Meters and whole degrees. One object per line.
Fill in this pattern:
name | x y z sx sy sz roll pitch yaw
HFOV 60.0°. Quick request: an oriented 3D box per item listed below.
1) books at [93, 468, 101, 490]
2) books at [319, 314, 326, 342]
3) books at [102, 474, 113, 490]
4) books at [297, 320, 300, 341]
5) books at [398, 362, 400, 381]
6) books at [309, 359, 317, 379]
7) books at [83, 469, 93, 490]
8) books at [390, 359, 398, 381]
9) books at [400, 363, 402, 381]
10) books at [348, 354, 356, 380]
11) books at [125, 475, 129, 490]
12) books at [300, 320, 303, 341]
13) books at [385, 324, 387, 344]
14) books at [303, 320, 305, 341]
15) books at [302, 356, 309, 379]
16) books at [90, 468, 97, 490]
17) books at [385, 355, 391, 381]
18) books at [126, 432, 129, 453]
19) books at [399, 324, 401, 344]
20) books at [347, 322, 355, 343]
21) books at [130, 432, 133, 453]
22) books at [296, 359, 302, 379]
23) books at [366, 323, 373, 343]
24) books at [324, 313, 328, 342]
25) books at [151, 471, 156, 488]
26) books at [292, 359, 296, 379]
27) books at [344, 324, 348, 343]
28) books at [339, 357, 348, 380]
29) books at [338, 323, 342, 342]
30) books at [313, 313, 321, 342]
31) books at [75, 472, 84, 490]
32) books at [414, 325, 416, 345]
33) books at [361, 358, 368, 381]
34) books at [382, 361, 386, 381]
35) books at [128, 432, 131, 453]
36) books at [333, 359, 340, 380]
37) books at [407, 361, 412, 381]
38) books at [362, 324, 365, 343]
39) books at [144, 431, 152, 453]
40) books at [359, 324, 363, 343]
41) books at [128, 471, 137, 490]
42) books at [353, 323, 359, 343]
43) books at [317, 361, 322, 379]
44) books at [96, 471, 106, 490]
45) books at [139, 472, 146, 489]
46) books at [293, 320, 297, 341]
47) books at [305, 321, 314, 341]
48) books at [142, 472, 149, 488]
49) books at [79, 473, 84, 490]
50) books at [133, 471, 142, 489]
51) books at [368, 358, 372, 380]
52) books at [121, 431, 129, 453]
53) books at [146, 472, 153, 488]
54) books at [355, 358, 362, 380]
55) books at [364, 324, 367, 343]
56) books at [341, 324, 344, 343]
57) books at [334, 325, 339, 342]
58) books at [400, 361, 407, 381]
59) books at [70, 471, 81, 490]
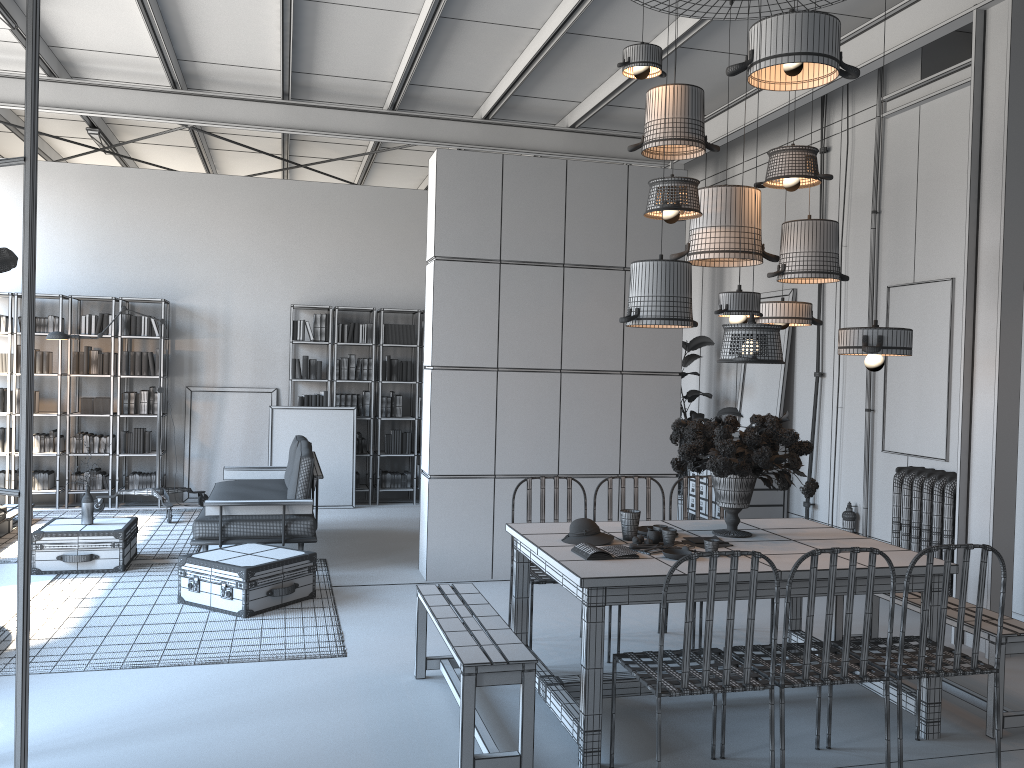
books | -4.546 1.040 9.715 0.033 0.223 0.275 1 1 -14
books | -2.181 -0.646 10.192 0.056 0.315 0.317 1 1 -14
books | -4.438 1.075 9.730 0.069 0.157 0.241 1 1 -13
books | -2.417 -0.606 10.043 0.032 0.231 0.179 1 1 -14
books | -1.341 -0.140 10.464 0.022 0.227 0.165 1 1 -14
books | -2.295 -0.165 10.210 0.083 0.242 0.178 1 1 -14
books | -4.622 1.044 9.701 0.061 0.207 0.283 1 1 -14
books | -1.400 -0.162 10.473 0.091 0.266 0.195 1 1 -14
books | -1.319 -0.140 10.470 0.022 0.227 0.165 1 1 -14
books | -1.863 -0.194 10.294 0.071 0.303 0.222 1 1 -14
books | -4.211 1.079 9.738 0.033 0.158 0.241 1 1 -14
books | -2.387 -0.605 10.051 0.032 0.231 0.179 1 1 -14
books | -1.472 -0.580 10.304 0.016 0.240 0.182 1 1 -14
books | -2.361 -0.607 10.058 0.022 0.236 0.186 1 1 -14
books | -2.370 -0.185 10.171 0.065 0.278 0.204 1 1 -14
books | -4.579 1.039 9.717 0.030 0.217 0.295 1 1 -14
books | -1.458 -0.184 10.422 0.038 0.304 0.224 1 1 -14
books | -4.188 0.645 9.677 0.022 0.227 0.165 1 1 -14
books | -1.320 -0.577 10.343 0.016 0.240 0.182 1 1 -14
books | -1.870 -0.589 10.266 0.077 0.244 0.178 1 1 -16
books | -4.145 0.646 9.689 0.022 0.227 0.165 1 1 -14
books | -2.436 -0.166 10.154 0.077 0.244 0.178 1 1 -13
books | -1.659 -0.585 10.340 0.083 0.242 0.178 1 1 -14
books | -2.135 -0.646 10.187 0.027 0.326 0.272 1 1 -14
books | -3.955 1.071 9.817 0.047 0.184 0.271 1 1 -14
books | -2.504 -0.169 10.156 0.057 0.242 0.178 1 1 -14
books | -1.931 -0.579 10.269 0.039 0.222 0.161 1 1 -14
books | -1.946 -0.174 10.252 0.091 0.265 0.193 1 1 -14
books | -1.993 -0.587 10.264 0.029 0.231 0.173 1 1 -14
books | -2.241 -0.646 10.177 0.068 0.318 0.319 1 1 -14
books | -4.707 1.060 9.660 0.040 0.176 0.242 1 1 -14
books | -1.152 -0.573 10.386 0.016 0.240 0.182 1 1 -14
books | -1.717 -0.169 10.311 0.062 0.265 0.193 1 1 -14
books | -1.524 -0.154 10.450 0.057 0.244 0.180 1 1 -14
books | -4.167 0.645 9.683 0.022 0.227 0.165 1 1 -14
books | -2.027 -0.165 10.235 0.057 0.244 0.178 1 1 -14
books | -1.228 -0.147 10.526 0.057 0.244 0.180 1 1 -14
books | -1.737 -0.579 10.319 0.023 0.232 0.187 1 1 -14
books | -4.002 0.639 9.747 0.057 0.244 0.180 1 1 -14
books | -1.765 -0.578 10.312 0.035 0.229 0.196 1 1 -14
books | -4.173 1.067 9.761 0.047 0.184 0.271 1 1 -14
books | -1.811 -0.589 10.301 0.057 0.242 0.178 1 1 -14
books | -2.222 -0.153 10.227 0.052 0.223 0.164 1 1 -14
books | -4.502 1.059 9.722 0.056 0.185 0.260 1 1 -14
books | -4.074 1.073 9.772 0.040 0.176 0.242 1 1 -14
books | -2.462 -0.605 10.041 0.052 0.223 0.164 1 1 -14
books | -2.300 -0.600 10.073 0.107 0.229 0.184 1 1 -14
books | -4.035 1.075 9.782 0.040 0.176 0.242 1 1 -14
books | -4.669 1.060 9.670 0.040 0.176 0.242 1 1 -14
books | -4.122 1.068 9.768 0.056 0.185 0.260 1 1 -14
books | -1.657 -0.168 10.339 0.062 0.265 0.193 1 1 -14
books | -4.235 0.634 9.698 0.057 0.244 0.180 1 1 -14
books | -3.997 1.075 9.792 0.040 0.176 0.242 1 1 -14
books | -1.792 -0.170 10.314 0.084 0.267 0.193 1 1 -13
books | -1.713 -0.582 10.326 0.027 0.238 0.180 1 1 -14
books | -1.960 -0.580 10.262 0.019 0.224 0.168 1 1 -14
books | -2.029 -0.577 10.244 0.043 0.213 0.154 1 1 -14
books | -1.283 -0.149 10.501 0.057 0.244 0.180 1 1 -14
books | -4.753 1.054 9.663 0.047 0.184 0.271 1 1 -14
